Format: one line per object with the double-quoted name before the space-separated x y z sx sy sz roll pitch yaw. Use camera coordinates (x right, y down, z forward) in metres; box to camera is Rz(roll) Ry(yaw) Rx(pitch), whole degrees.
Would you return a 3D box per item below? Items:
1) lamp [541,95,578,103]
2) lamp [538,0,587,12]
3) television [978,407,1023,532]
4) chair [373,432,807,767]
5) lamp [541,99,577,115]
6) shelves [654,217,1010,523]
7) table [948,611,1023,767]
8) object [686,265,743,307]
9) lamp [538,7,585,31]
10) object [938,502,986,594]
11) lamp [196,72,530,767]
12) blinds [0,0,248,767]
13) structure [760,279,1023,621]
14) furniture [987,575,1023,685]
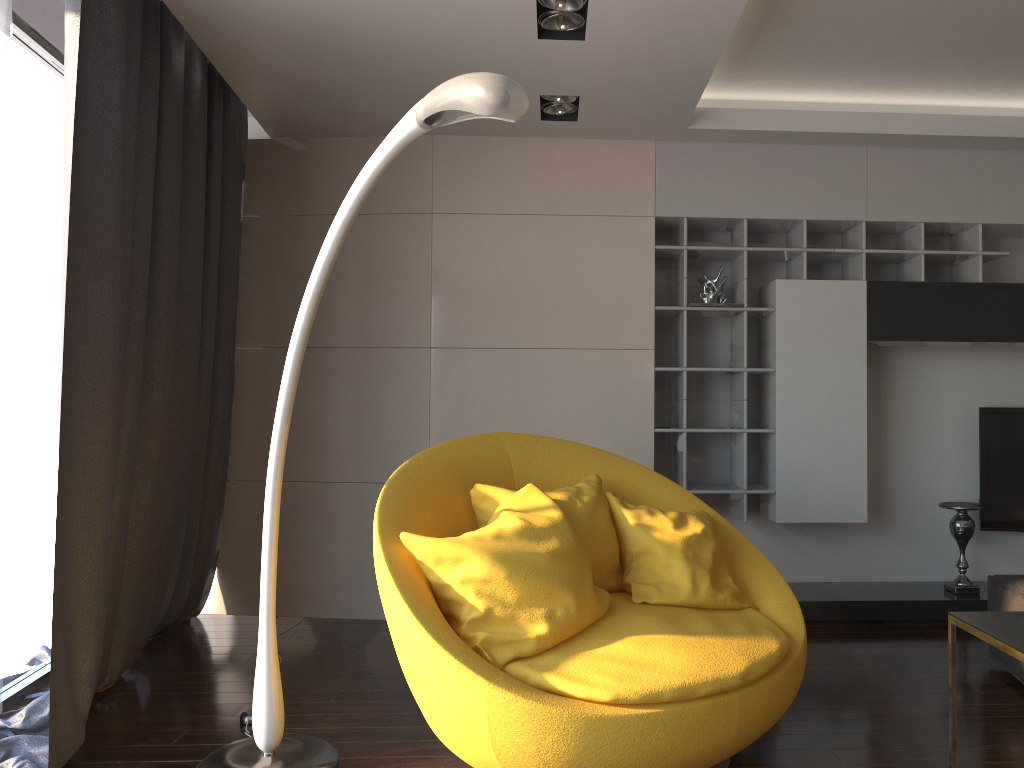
"lamp" 0.219 -1.344 4.056 0.171 0.077 0.182 0 -1 19
"lamp" 0.176 -1.365 3.092 0.171 0.077 0.182 0 -1 19
"television" 3.182 0.493 5.038 1.108 0.715 0.143 1 -2 -3
"chair" 0.292 0.674 2.856 1.598 1.006 1.077 1 -2 -34
"lamp" 0.227 -1.340 4.236 0.174 0.077 0.180 0 -1 11
"shelves" 1.719 -0.066 4.840 1.934 1.601 0.376 1 -2 -3
"table" 1.375 0.885 2.057 0.452 0.563 0.599 1 -2 0
"object" 1.078 -0.516 4.757 0.286 0.227 0.283 0 -2 -1
"lamp" 0.184 -1.361 3.272 0.174 0.077 0.180 0 -1 11
"object" 2.442 0.887 4.770 0.244 0.475 0.235 1 -2 -9
"lamp" -0.898 0.292 3.451 0.603 1.780 4.076 1 -2 -19
"blinds" -1.440 -0.315 0.945 0.759 2.895 7.377 1 -1 -5
"structure" 2.840 0.345 4.849 2.902 1.767 0.477 1 -2 -4
"furniture" 2.472 0.975 3.256 1.081 0.440 1.110 0 -1 9
